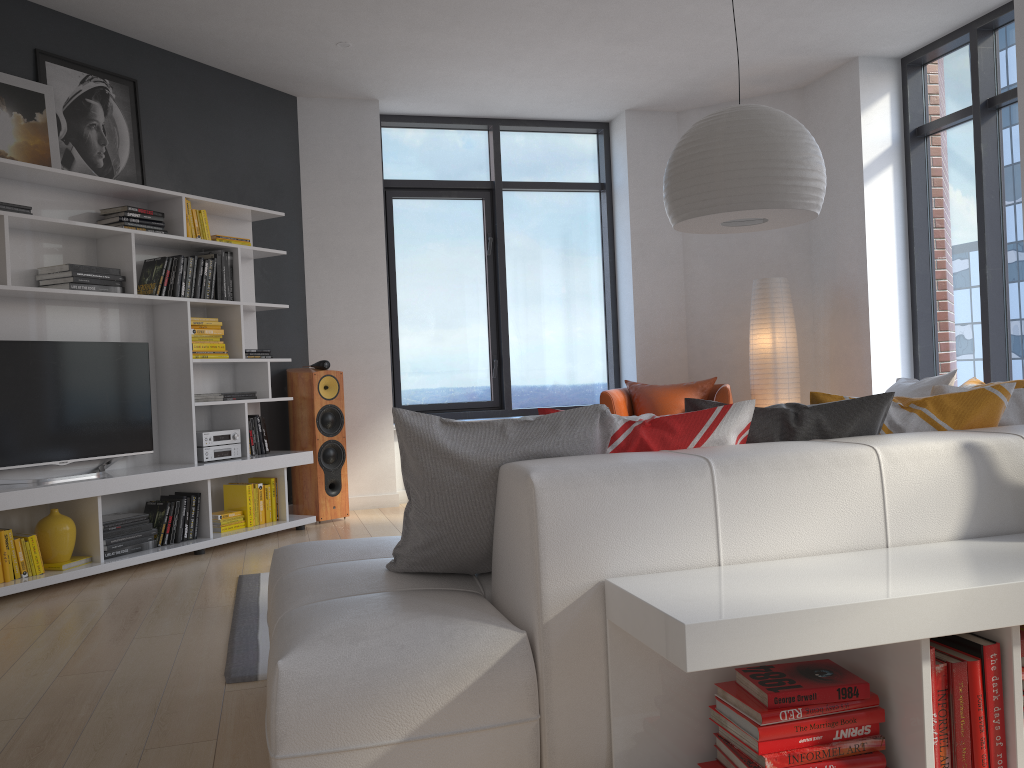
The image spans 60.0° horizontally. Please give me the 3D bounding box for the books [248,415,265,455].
[{"bbox_3d":[-1.660,0.322,5.621,0.193,0.255,0.066,-2,0,29],"label":"books"}]

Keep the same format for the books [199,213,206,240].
[{"bbox_3d":[-1.867,-0.924,5.250,0.108,0.161,0.046,-2,0,29],"label":"books"}]

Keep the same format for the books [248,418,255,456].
[{"bbox_3d":[-1.699,0.333,5.557,0.189,0.240,0.053,-2,0,30],"label":"books"}]

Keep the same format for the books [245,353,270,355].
[{"bbox_3d":[-1.657,-0.186,5.629,0.142,0.015,0.198,-2,0,28],"label":"books"}]

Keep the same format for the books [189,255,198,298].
[{"bbox_3d":[-1.938,-0.619,5.224,0.197,0.260,0.066,-2,0,30],"label":"books"}]

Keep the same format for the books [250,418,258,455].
[{"bbox_3d":[-1.681,0.333,5.575,0.170,0.236,0.049,-2,0,30],"label":"books"}]

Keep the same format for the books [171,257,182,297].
[{"bbox_3d":[-1.975,-0.606,5.106,0.172,0.242,0.069,-2,0,31],"label":"books"}]

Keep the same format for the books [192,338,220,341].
[{"bbox_3d":[-1.889,-0.262,5.323,0.145,0.023,0.217,-2,0,34],"label":"books"}]

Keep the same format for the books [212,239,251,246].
[{"bbox_3d":[-1.785,-0.863,5.501,0.194,0.028,0.257,-2,0,35],"label":"books"}]

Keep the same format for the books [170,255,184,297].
[{"bbox_3d":[-1.987,-0.614,5.139,0.192,0.254,0.075,-2,0,29],"label":"books"}]

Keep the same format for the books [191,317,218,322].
[{"bbox_3d":[-1.919,-0.382,5.353,0.163,0.023,0.223,-2,0,34],"label":"books"}]

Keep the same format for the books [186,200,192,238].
[{"bbox_3d":[-1.946,-0.952,5.179,0.163,0.224,0.041,-2,0,28],"label":"books"}]

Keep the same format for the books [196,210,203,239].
[{"bbox_3d":[-1.887,-0.932,5.239,0.128,0.178,0.044,-2,0,29],"label":"books"}]

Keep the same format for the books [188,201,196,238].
[{"bbox_3d":[-1.938,-0.953,5.209,0.164,0.224,0.054,-2,0,29],"label":"books"}]

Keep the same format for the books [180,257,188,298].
[{"bbox_3d":[-1.968,-0.608,5.160,0.179,0.243,0.068,-2,0,28],"label":"books"}]

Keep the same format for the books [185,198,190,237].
[{"bbox_3d":[-1.941,-0.954,5.150,0.161,0.229,0.041,-2,0,29],"label":"books"}]

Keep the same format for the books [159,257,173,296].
[{"bbox_3d":[-2.031,-0.600,5.062,0.187,0.234,0.096,-2,0,30],"label":"books"}]

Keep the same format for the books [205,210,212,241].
[{"bbox_3d":[-1.864,-0.937,5.302,0.142,0.184,0.044,-2,0,31],"label":"books"}]

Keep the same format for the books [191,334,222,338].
[{"bbox_3d":[-1.899,-0.282,5.342,0.171,0.019,0.239,-2,0,30],"label":"books"}]

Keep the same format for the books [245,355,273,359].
[{"bbox_3d":[-1.653,-0.167,5.629,0.161,0.023,0.213,-2,0,33],"label":"books"}]

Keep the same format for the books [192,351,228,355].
[{"bbox_3d":[-1.881,-0.184,5.333,0.203,0.024,0.257,-2,0,33],"label":"books"}]

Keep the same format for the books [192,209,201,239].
[{"bbox_3d":[-1.903,-0.932,5.225,0.132,0.180,0.054,-2,0,30],"label":"books"}]

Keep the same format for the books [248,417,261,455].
[{"bbox_3d":[-1.664,0.328,5.590,0.169,0.242,0.050,-2,0,29],"label":"books"}]

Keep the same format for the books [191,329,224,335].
[{"bbox_3d":[-1.893,-0.308,5.350,0.176,0.033,0.239,-2,0,33],"label":"books"}]

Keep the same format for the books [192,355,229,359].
[{"bbox_3d":[-1.871,-0.158,5.332,0.194,0.028,0.257,-2,0,35],"label":"books"}]

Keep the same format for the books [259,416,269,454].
[{"bbox_3d":[-1.638,0.327,5.643,0.177,0.242,0.066,-2,0,29],"label":"books"}]

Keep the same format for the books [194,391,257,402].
[{"bbox_3d":[-1.777,0.078,5.486,0.250,0.047,0.310,-2,0,25],"label":"books"}]

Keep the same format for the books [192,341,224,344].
[{"bbox_3d":[-1.901,-0.244,5.341,0.189,0.014,0.251,-2,0,33],"label":"books"}]

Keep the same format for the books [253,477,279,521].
[{"bbox_3d":[-1.571,0.729,5.630,0.213,0.270,0.025,-2,0,30],"label":"books"}]

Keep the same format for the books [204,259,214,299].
[{"bbox_3d":[-1.881,-0.617,5.317,0.191,0.249,0.084,-2,0,30],"label":"books"}]

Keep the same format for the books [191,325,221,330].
[{"bbox_3d":[-1.899,-0.336,5.345,0.227,0.022,0.160,-3,1,-45],"label":"books"}]

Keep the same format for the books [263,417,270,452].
[{"bbox_3d":[-1.649,0.331,5.688,0.179,0.233,0.077,-2,0,30],"label":"books"}]

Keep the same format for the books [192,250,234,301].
[{"bbox_3d":[-1.842,-0.650,5.445,0.259,0.321,0.128,-2,0,30],"label":"books"}]

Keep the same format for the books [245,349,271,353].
[{"bbox_3d":[-1.670,-0.205,5.638,0.161,0.023,0.213,-2,0,33],"label":"books"}]

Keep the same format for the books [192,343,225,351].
[{"bbox_3d":[-1.886,-0.217,5.336,0.189,0.042,0.243,-2,0,30],"label":"books"}]

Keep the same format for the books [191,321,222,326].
[{"bbox_3d":[-1.893,-0.359,5.350,0.163,0.023,0.223,-2,0,34],"label":"books"}]

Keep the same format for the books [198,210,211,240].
[{"bbox_3d":[-1.868,-0.936,5.278,0.141,0.184,0.064,-2,0,31],"label":"books"}]

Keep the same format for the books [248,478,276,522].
[{"bbox_3d":[-1.576,0.729,5.602,0.204,0.270,0.029,-2,0,30],"label":"books"}]

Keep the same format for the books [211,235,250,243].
[{"bbox_3d":[-1.795,-0.888,5.502,0.203,0.024,0.257,-2,0,33],"label":"books"}]

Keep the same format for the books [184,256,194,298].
[{"bbox_3d":[-1.954,-0.613,5.194,0.191,0.249,0.084,-2,0,30],"label":"books"}]

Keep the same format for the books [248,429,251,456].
[{"bbox_3d":[-1.719,0.318,5.531,0.202,0.268,0.053,-2,0,29],"label":"books"}]
